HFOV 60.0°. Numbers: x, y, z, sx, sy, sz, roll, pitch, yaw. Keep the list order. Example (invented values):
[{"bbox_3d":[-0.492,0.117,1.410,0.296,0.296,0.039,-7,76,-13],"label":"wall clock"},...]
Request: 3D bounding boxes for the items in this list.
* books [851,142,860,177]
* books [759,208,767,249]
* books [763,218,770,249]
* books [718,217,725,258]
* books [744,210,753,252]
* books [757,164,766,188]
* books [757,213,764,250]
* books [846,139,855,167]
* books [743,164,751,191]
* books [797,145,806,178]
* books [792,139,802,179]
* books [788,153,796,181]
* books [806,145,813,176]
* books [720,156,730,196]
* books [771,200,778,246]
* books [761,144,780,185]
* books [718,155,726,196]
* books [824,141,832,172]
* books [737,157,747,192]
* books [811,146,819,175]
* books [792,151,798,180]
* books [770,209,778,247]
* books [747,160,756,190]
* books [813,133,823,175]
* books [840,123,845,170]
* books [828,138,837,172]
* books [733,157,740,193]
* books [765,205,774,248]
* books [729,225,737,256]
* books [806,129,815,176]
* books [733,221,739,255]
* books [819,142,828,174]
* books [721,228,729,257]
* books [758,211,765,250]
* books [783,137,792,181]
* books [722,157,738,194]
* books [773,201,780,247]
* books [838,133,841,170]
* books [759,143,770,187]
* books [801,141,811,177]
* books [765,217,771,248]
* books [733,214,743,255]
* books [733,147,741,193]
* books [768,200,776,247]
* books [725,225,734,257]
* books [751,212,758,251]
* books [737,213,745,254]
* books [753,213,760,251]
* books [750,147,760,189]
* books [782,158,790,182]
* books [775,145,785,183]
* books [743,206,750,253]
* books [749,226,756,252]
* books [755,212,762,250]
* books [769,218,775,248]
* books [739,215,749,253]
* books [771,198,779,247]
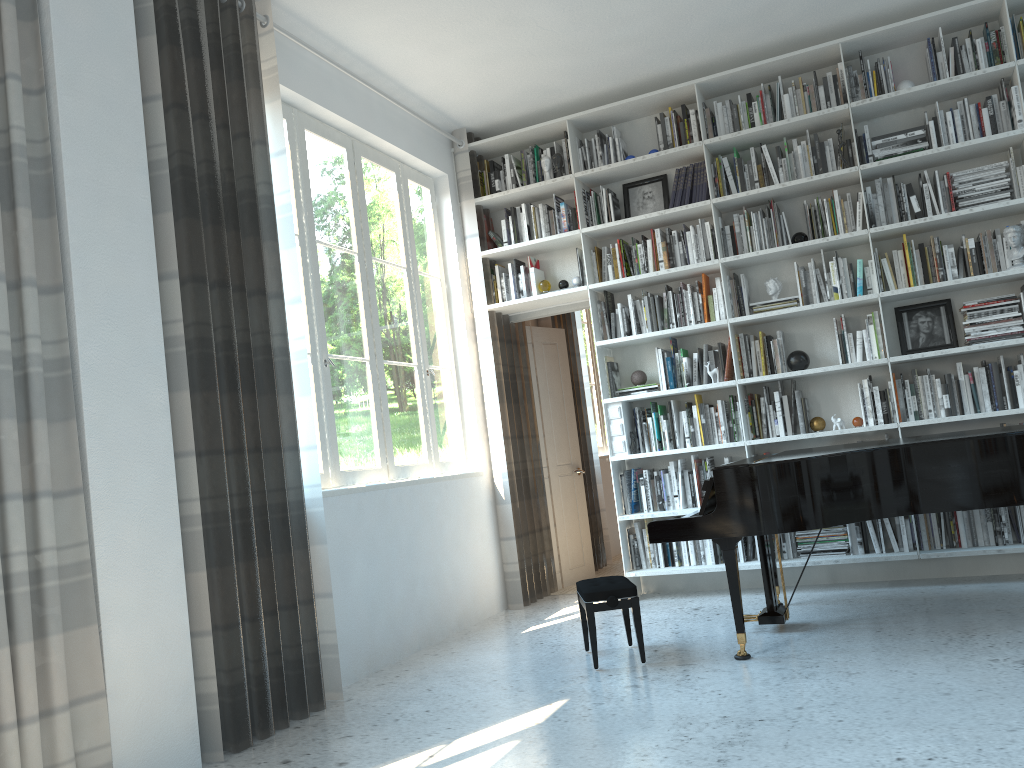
[{"bbox_3d":[2.035,-1.323,5.250,0.019,0.194,0.098,-9,-5,23],"label":"books"},{"bbox_3d":[1.549,-0.921,5.417,0.011,0.279,0.169,-9,-5,23],"label":"books"},{"bbox_3d":[1.560,-0.889,5.404,0.011,0.209,0.181,-9,-5,23],"label":"books"},{"bbox_3d":[1.328,-0.887,5.532,0.012,0.285,0.159,-9,-5,23],"label":"books"},{"bbox_3d":[1.465,-0.911,5.445,0.010,0.283,0.184,-9,-5,23],"label":"books"},{"bbox_3d":[1.542,-1.239,5.443,0.034,0.180,0.160,-9,-5,23],"label":"books"},{"bbox_3d":[1.537,-0.907,5.434,0.011,0.255,0.152,-9,-5,23],"label":"books"},{"bbox_3d":[2.010,-1.328,5.253,0.028,0.211,0.134,-9,-5,23],"label":"books"},{"bbox_3d":[1.466,-1.237,5.473,0.024,0.201,0.153,-9,-5,23],"label":"books"},{"bbox_3d":[1.751,-1.297,5.331,0.021,0.226,0.191,-9,-5,23],"label":"books"},{"bbox_3d":[1.736,-1.323,5.364,0.026,0.286,0.137,-9,-5,23],"label":"books"},{"bbox_3d":[1.714,-1.281,5.388,0.024,0.212,0.128,-9,-5,23],"label":"books"},{"bbox_3d":[1.798,-1.306,5.327,0.013,0.230,0.141,-9,-5,23],"label":"books"},{"bbox_3d":[1.334,-1.260,5.526,0.010,0.287,0.148,-9,-5,23],"label":"books"},{"bbox_3d":[1.614,-0.949,5.408,0.005,0.316,0.157,-9,-5,23],"label":"books"},{"bbox_3d":[1.590,-1.301,5.405,0.075,0.285,0.178,-9,-5,23],"label":"books"},{"bbox_3d":[1.331,-1.268,5.552,0.014,0.308,0.130,-9,-5,23],"label":"books"},{"bbox_3d":[1.891,-1.317,5.282,0.022,0.222,0.161,-9,-5,23],"label":"books"},{"bbox_3d":[1.434,-1.254,5.473,0.031,0.241,0.181,-9,-5,23],"label":"books"},{"bbox_3d":[1.830,-1.301,5.324,0.024,0.213,0.150,-9,-5,23],"label":"books"},{"bbox_3d":[1.719,-1.282,5.357,0.010,0.208,0.173,-9,-5,23],"label":"books"},{"bbox_3d":[1.605,-0.921,5.397,0.010,0.261,0.158,-9,-5,23],"label":"books"},{"bbox_3d":[1.486,-1.250,5.457,0.029,0.218,0.157,-9,-5,23],"label":"books"},{"bbox_3d":[1.847,-1.342,5.320,0.022,0.290,0.146,-9,-5,23],"label":"books"},{"bbox_3d":[1.956,-1.368,5.251,0.058,0.302,0.175,-9,-5,23],"label":"books"},{"bbox_3d":[1.918,-1.327,5.288,0.025,0.237,0.153,-9,-5,23],"label":"books"},{"bbox_3d":[1.406,-1.258,5.493,0.011,0.259,0.157,-9,-5,23],"label":"books"},{"bbox_3d":[1.578,-0.932,5.403,0.011,0.291,0.176,-9,-5,23],"label":"books"},{"bbox_3d":[1.390,-0.863,5.511,0.024,0.219,0.140,-9,-5,23],"label":"books"},{"bbox_3d":[1.800,-1.349,5.316,0.011,0.313,0.183,-9,-5,23],"label":"books"},{"bbox_3d":[1.400,-0.877,5.493,0.012,0.239,0.134,-9,-5,23],"label":"books"},{"bbox_3d":[1.867,-1.311,5.289,0.030,0.217,0.182,-9,-5,23],"label":"books"},{"bbox_3d":[1.338,-0.851,5.508,0.015,0.207,0.186,-9,-5,23],"label":"books"},{"bbox_3d":[1.539,-0.911,5.415,0.009,0.261,0.180,-9,-5,23],"label":"books"},{"bbox_3d":[1.681,-1.326,5.375,0.012,0.307,0.145,-9,-5,23],"label":"books"},{"bbox_3d":[1.373,-1.259,5.516,0.067,0.274,0.168,-9,-5,23],"label":"books"},{"bbox_3d":[1.622,-0.945,5.400,0.005,0.305,0.162,-9,-5,23],"label":"books"},{"bbox_3d":[1.944,-1.346,5.256,0.055,0.263,0.167,-9,-5,23],"label":"books"},{"bbox_3d":[1.558,-1.309,5.447,0.013,0.315,0.135,-9,-5,23],"label":"books"},{"bbox_3d":[1.779,-1.317,5.339,0.028,0.260,0.135,-9,-5,23],"label":"books"},{"bbox_3d":[1.579,-0.898,5.423,0.011,0.226,0.129,-9,-5,23],"label":"books"},{"bbox_3d":[1.412,-0.899,5.481,0.026,0.279,0.151,-9,-5,23],"label":"books"},{"bbox_3d":[1.409,-1.287,5.483,0.012,0.314,0.171,-9,-5,23],"label":"books"},{"bbox_3d":[1.598,-0.949,5.409,0.004,0.320,0.153,-9,-5,23],"label":"books"},{"bbox_3d":[1.366,-0.862,5.523,0.029,0.224,0.136,-9,-5,23],"label":"books"},{"bbox_3d":[1.497,-0.906,5.423,0.009,0.263,0.189,-9,-5,23],"label":"books"},{"bbox_3d":[1.428,-0.900,5.470,0.012,0.276,0.157,-9,-5,23],"label":"books"},{"bbox_3d":[1.508,-0.902,5.420,0.012,0.251,0.184,-9,-5,23],"label":"books"},{"bbox_3d":[1.505,-1.291,5.450,0.023,0.293,0.156,-9,-5,23],"label":"books"},{"bbox_3d":[1.671,-1.260,5.378,0.028,0.179,0.168,-9,-5,23],"label":"books"},{"bbox_3d":[1.644,-1.298,5.398,0.027,0.265,0.168,-9,-5,23],"label":"books"},{"bbox_3d":[1.462,-0.925,5.470,0.011,0.317,0.154,-9,-5,23],"label":"books"},{"bbox_3d":[1.495,-0.865,5.450,0.029,0.186,0.149,-9,-5,23],"label":"books"},{"bbox_3d":[1.527,-0.908,5.438,0.010,0.261,0.169,-9,-5,23],"label":"books"},{"bbox_3d":[1.602,-0.896,5.419,0.012,0.217,0.133,-9,-5,23],"label":"books"},{"bbox_3d":[1.445,-0.896,5.463,0.024,0.262,0.177,-9,-5,23],"label":"books"},{"bbox_3d":[1.617,-0.957,5.404,0.005,0.330,0.161,-9,-5,23],"label":"books"}]
